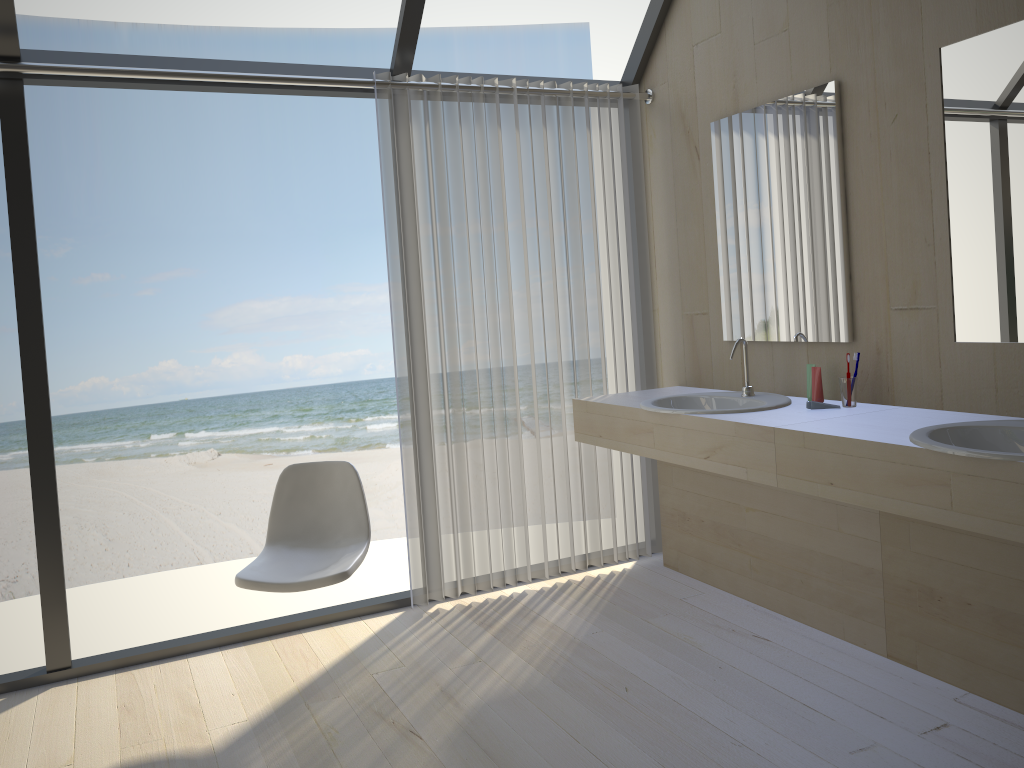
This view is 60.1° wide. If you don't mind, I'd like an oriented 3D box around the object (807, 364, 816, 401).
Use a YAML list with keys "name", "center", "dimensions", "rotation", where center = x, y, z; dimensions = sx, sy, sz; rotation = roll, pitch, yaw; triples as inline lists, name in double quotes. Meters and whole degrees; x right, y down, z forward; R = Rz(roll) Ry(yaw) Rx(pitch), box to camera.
- name: "object"
  center: [1.035, -0.001, 3.053]
  dimensions: [0.039, 0.134, 0.039]
  rotation: [-3, 2, 24]

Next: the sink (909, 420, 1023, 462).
- name: "sink"
  center: [1.235, 0.118, 2.090]
  dimensions: [0.505, 0.418, 0.574]
  rotation: [-5, 4, -21]

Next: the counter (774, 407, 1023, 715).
- name: "counter"
  center: [1.292, 0.524, 2.153]
  dimensions: [0.551, 0.789, 1.206]
  rotation: [-5, 4, -25]

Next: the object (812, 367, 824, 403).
- name: "object"
  center: [1.014, 0.010, 2.941]
  dimensions: [0.039, 0.134, 0.039]
  rotation: [-3, 2, 24]

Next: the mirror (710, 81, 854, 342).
- name: "mirror"
  center: [0.967, -0.590, 3.241]
  dimensions: [0.023, 0.866, 0.654]
  rotation: [-5, 3, -25]

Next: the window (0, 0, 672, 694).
- name: "window"
  center: [-1.334, -0.391, 2.804]
  dimensions: [4.570, 2.808, 0.745]
  rotation: [-6, 3, -25]

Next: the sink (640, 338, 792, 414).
- name: "sink"
  center: [0.723, 0.054, 3.182]
  dimensions: [0.505, 0.418, 0.574]
  rotation: [-5, 4, -21]

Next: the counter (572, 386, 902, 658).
- name: "counter"
  center: [0.780, 0.460, 3.245]
  dimensions: [0.551, 0.789, 1.206]
  rotation: [-5, 4, -25]

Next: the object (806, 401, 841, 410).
- name: "object"
  center: [1.006, 0.067, 2.863]
  dimensions: [0.104, 0.029, 0.033]
  rotation: [-3, 4, 15]

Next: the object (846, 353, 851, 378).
- name: "object"
  center: [1.086, -0.011, 2.851]
  dimensions: [0.012, 0.178, 0.050]
  rotation: [-3, 2, 14]

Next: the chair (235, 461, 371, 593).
- name: "chair"
  center: [-0.681, 0.465, 2.936]
  dimensions: [0.369, 0.346, 0.456]
  rotation: [-4, 4, 4]

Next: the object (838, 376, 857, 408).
- name: "object"
  center: [1.096, 0.028, 2.881]
  dimensions: [0.058, 0.100, 0.058]
  rotation: [-5, 3, -18]

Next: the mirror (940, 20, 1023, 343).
- name: "mirror"
  center: [1.432, -0.538, 2.315]
  dimensions: [0.023, 0.866, 0.654]
  rotation: [-5, 3, -25]

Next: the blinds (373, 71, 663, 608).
- name: "blinds"
  center: [0.069, -0.221, 3.674]
  dimensions: [1.185, 2.066, 0.084]
  rotation: [-5, 2, -25]

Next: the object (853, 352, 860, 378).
- name: "object"
  center: [1.109, -0.014, 2.880]
  dimensions: [0.054, 0.175, 0.012]
  rotation: [-4, 2, 0]
